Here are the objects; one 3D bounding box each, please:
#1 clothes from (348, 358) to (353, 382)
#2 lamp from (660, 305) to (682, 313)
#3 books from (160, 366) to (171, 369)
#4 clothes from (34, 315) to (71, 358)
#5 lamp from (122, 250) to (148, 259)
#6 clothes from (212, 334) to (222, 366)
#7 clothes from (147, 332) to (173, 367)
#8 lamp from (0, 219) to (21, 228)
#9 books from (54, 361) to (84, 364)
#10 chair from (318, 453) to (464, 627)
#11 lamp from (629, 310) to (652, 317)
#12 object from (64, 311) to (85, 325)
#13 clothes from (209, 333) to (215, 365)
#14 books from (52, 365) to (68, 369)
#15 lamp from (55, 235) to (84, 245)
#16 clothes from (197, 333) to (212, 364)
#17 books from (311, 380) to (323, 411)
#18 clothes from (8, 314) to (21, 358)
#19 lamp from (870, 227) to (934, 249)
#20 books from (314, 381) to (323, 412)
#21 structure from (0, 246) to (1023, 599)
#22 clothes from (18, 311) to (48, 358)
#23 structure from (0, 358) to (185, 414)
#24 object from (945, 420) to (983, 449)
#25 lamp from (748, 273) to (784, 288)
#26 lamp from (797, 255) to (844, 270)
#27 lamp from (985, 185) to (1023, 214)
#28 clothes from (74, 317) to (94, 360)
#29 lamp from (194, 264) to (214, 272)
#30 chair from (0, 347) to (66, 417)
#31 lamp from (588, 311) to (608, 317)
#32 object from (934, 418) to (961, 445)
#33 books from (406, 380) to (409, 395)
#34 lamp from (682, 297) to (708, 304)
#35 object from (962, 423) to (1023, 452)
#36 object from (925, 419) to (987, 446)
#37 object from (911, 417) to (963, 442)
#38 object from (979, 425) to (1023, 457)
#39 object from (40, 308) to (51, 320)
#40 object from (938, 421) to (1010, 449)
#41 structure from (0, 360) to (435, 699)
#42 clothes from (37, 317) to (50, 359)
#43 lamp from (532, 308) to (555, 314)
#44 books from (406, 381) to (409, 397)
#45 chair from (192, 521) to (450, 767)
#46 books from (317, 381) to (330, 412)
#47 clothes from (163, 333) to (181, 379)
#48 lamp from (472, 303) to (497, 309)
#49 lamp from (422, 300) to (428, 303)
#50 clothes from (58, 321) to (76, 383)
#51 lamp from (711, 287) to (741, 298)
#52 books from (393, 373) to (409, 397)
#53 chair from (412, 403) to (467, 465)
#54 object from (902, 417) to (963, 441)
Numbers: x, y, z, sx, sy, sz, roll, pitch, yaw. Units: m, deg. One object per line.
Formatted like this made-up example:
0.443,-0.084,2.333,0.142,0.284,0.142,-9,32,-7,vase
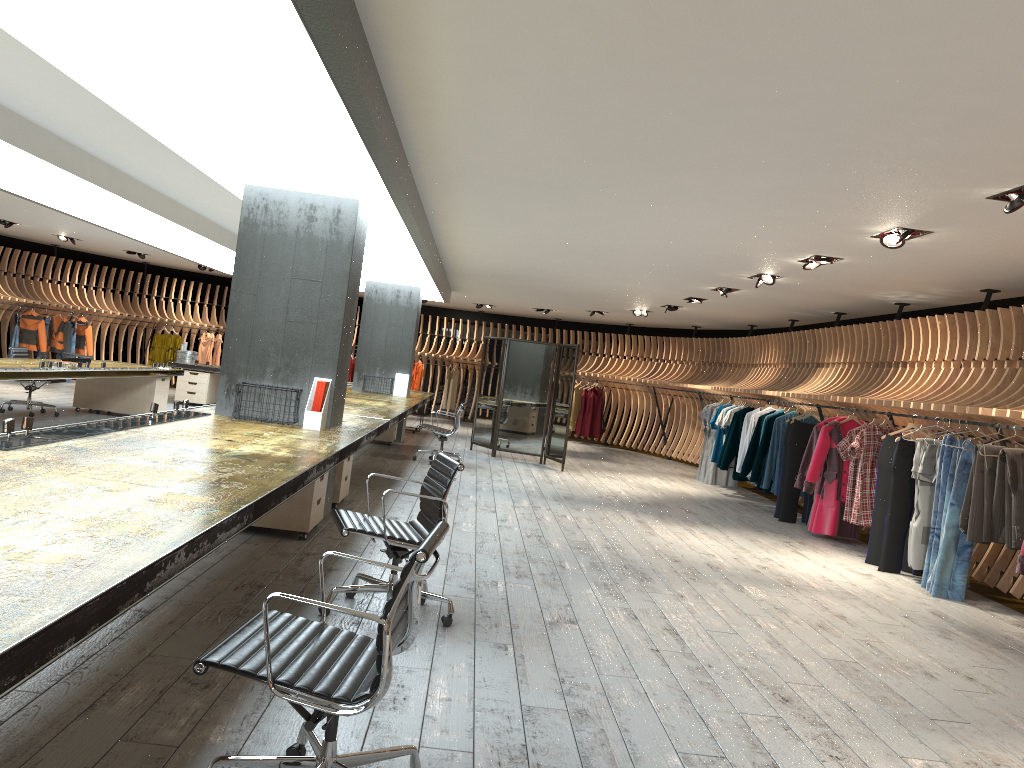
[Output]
-4.048,0.002,21.531,0.093,1.338,0.552,7,0,-32,clothes
2.653,-1.321,14.719,0.269,0.291,0.493,7,0,-7,lamp
-5.227,-0.255,13.362,0.155,0.025,0.110,7,1,-7,books
-9.101,-0.949,17.701,0.840,0.881,0.200,7,0,18,clothes
-7.526,-2.671,17.782,0.269,0.293,0.492,7,0,30,lamp
-6.831,-0.579,20.464,0.125,1.156,0.447,8,0,-38,clothes
-7.782,-0.627,19.662,0.665,1.045,0.168,7,0,29,clothes
-8.440,-2.749,14.777,0.269,0.292,0.492,7,0,4,lamp
-5.563,-0.263,11.146,0.213,0.026,0.366,7,1,-2,books
-0.642,0.791,4.681,0.667,0.859,0.694,7,0,-26,chair
2.384,-1.378,16.288,0.269,0.287,0.493,7,0,-22,lamp
-8.936,-1.354,17.996,0.549,0.243,0.023,7,0,-26,object
-6.967,-0.595,20.374,0.125,1.156,0.447,7,0,-33,clothes
-5.088,-0.193,9.986,0.155,0.025,0.110,7,1,-7,books
-8.184,-2.735,16.342,0.269,0.296,0.492,7,0,17,lamp
-7.061,-0.606,20.305,0.447,1.156,0.125,7,0,33,clothes
-1.487,0.153,6.745,0.048,0.368,0.215,7,0,-2,books
-9.472,-0.633,16.885,0.200,1.422,0.309,7,0,-25,clothes
2.967,-1.180,6.750,0.269,0.284,0.493,7,1,-2,lamp
-1.466,0.156,6.745,0.048,0.368,0.215,7,0,-2,books
-2.682,-0.330,4.161,14.880,2.440,36.559,7,1,-2,structure
-9.359,-0.978,17.199,0.840,0.881,0.200,7,0,13,clothes
-5.430,0.134,8.343,1.162,0.844,10.452,7,1,-2,structure
3.750,0.419,7.325,0.548,0.243,0.023,7,0,-31,object
2.841,-1.229,9.938,0.269,0.301,0.493,7,0,-2,lamp
2.904,-1.203,8.344,0.269,0.296,0.493,7,0,-2,lamp
3.028,-1.147,5.157,0.269,0.291,0.493,7,0,-2,lamp
-8.886,-0.931,18.235,0.840,0.881,0.200,7,0,28,clothes
-6.514,-2.554,19.000,0.492,0.297,0.269,7,0,-42,lamp
-6.287,-0.028,11.698,0.667,0.859,0.694,7,0,-16,chair
1.711,-1.481,17.724,0.269,0.292,0.493,7,0,-35,lamp
3.741,0.412,7.590,0.548,0.243,0.023,7,0,-41,object
-1.783,0.021,14.264,0.215,0.368,0.075,7,0,-2,books
2.717,-1.290,13.125,0.269,0.294,0.493,7,0,-2,lamp
3.771,0.425,6.882,0.549,0.243,0.023,7,0,-1,object
3.752,0.417,7.432,0.549,0.243,0.023,7,0,4,object
3.738,0.414,7.698,0.549,0.250,0.023,7,0,-1,object
3.806,0.442,6.691,0.547,0.262,0.023,7,0,-1,object
-9.175,-1.377,17.454,0.023,0.243,0.549,7,1,-6,object
3.773,0.431,7.205,0.549,0.256,0.023,8,0,23,object
-3.601,0.371,8.200,4.835,0.844,18.477,7,1,-2,structure
-9.273,-0.614,17.444,0.200,1.422,0.309,7,0,-10,clothes
0.689,-1.628,18.930,0.493,0.294,0.269,8,0,43,lamp
-1.784,0.020,14.306,0.215,0.368,0.047,7,0,-2,books
-0.553,0.829,2.605,0.667,0.859,0.693,7,0,-6,chair
-1.444,0.159,6.746,0.048,0.368,0.215,7,0,-2,books
-7.657,-0.612,19.794,0.665,1.045,0.168,7,0,29,clothes
-0.611,-1.808,19.825,0.493,0.292,0.269,8,0,30,lamp
-2.110,-2.004,20.319,0.493,0.298,0.269,7,0,7,lamp
-9.041,-0.592,17.991,0.308,1.422,0.200,7,0,-30,clothes
2.780,-1.265,11.531,0.269,0.286,0.493,7,0,-2,lamp
-1.782,0.021,14.236,0.215,0.368,0.073,7,0,-2,books
-0.977,0.650,12.097,0.667,0.859,0.693,7,0,-6,chair
3.734,0.408,7.794,0.550,0.243,0.023,8,0,34,object
